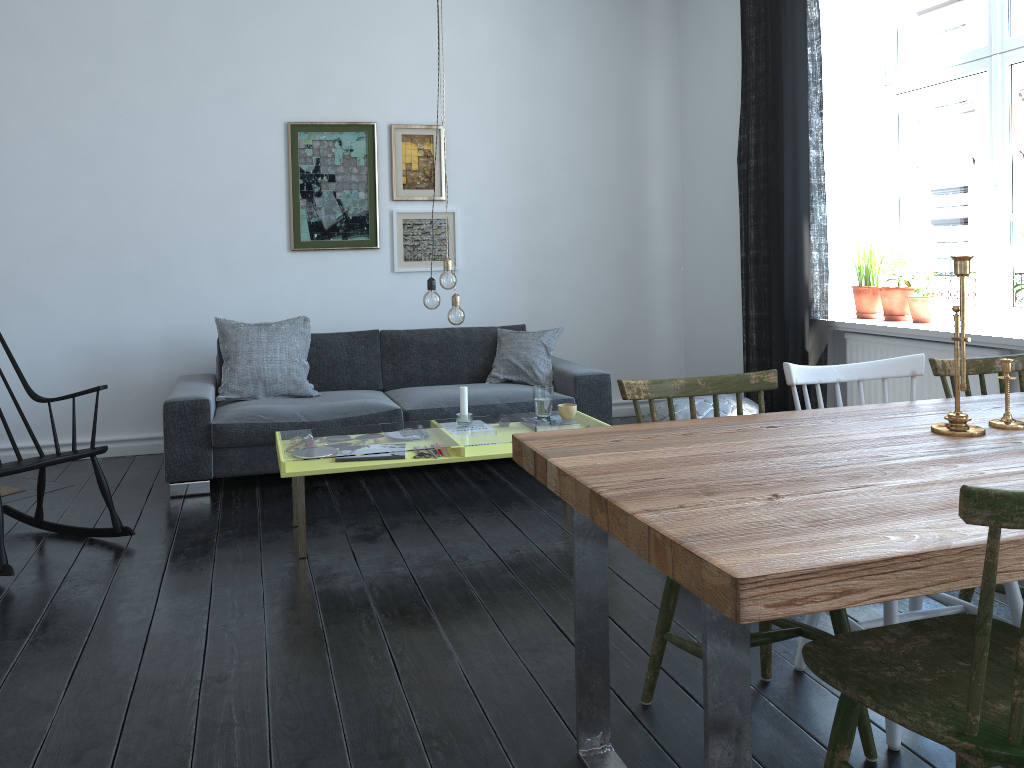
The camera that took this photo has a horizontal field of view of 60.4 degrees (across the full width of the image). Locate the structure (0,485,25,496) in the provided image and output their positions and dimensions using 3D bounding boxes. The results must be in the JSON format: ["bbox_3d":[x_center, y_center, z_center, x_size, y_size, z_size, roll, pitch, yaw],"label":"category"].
[{"bbox_3d":[-3.255,-0.875,4.483,1.269,2.880,0.781,0,2,28],"label":"structure"}]

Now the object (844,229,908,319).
[{"bbox_3d":[1.980,-0.610,4.816,0.334,0.497,0.301,-4,4,-33],"label":"object"}]

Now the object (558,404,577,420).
[{"bbox_3d":[0.252,0.129,4.003,0.087,0.066,0.087,0,6,11],"label":"object"}]

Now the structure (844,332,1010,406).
[{"bbox_3d":[1.957,0.105,4.198,0.073,0.624,1.072,-2,6,-17],"label":"structure"}]

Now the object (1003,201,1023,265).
[{"bbox_3d":[2.300,-0.505,3.802,0.328,0.563,0.395,1,4,37],"label":"object"}]

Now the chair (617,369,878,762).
[{"bbox_3d":[0.552,0.409,2.120,0.468,0.824,0.488,-2,3,-18],"label":"chair"}]

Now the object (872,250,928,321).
[{"bbox_3d":[2.035,-0.518,4.617,0.234,0.368,0.259,-2,4,-5],"label":"object"}]

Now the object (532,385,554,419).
[{"bbox_3d":[0.144,0.084,4.051,0.097,0.145,0.098,1,4,34],"label":"object"}]

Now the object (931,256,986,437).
[{"bbox_3d":[1.030,-0.091,2.038,0.114,0.409,0.114,0,2,35],"label":"object"}]

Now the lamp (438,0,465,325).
[{"bbox_3d":[-0.254,-0.995,3.732,0.074,1.492,0.089,-1,1,7],"label":"lamp"}]

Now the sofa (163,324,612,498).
[{"bbox_3d":[-0.710,0.064,5.106,2.375,0.720,1.092,-4,6,-17],"label":"sofa"}]

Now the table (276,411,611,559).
[{"bbox_3d":[-0.277,0.404,3.784,1.402,0.397,0.605,-4,6,-17],"label":"table"}]

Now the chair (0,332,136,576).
[{"bbox_3d":[-2.078,0.169,3.594,0.906,1.001,0.616,1,4,28],"label":"chair"}]

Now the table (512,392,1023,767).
[{"bbox_3d":[1.217,0.473,1.952,2.229,0.713,1.025,-3,6,-17],"label":"table"}]

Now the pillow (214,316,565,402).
[{"bbox_3d":[-0.683,-0.190,5.221,2.056,0.490,0.481,-3,5,-12],"label":"pillow"}]

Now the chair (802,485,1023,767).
[{"bbox_3d":[0.765,0.506,1.407,0.468,0.824,0.488,-2,3,-18],"label":"chair"}]

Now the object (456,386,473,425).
[{"bbox_3d":[-0.215,0.094,3.946,0.074,0.173,0.075,0,3,18],"label":"object"}]

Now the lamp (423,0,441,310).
[{"bbox_3d":[-0.348,-1.059,3.689,0.086,1.492,0.074,0,2,35],"label":"lamp"}]

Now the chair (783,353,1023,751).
[{"bbox_3d":[1.002,0.367,2.294,0.467,0.839,0.512,-2,3,-17],"label":"chair"}]

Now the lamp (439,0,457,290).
[{"bbox_3d":[-0.285,-1.143,3.695,0.074,1.492,0.074,0,2,30],"label":"lamp"}]

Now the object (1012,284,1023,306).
[{"bbox_3d":[2.239,-0.345,3.626,0.286,0.293,0.286,-2,5,-12],"label":"object"}]

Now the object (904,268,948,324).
[{"bbox_3d":[2.077,-0.444,4.418,0.195,0.276,0.177,2,4,40],"label":"object"}]

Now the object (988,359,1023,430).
[{"bbox_3d":[1.176,0.022,2.091,0.080,0.160,0.080,0,3,30],"label":"object"}]

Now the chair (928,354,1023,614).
[{"bbox_3d":[1.478,0.347,2.419,0.468,0.824,0.488,-2,3,-18],"label":"chair"}]

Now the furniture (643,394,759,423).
[{"bbox_3d":[1.042,0.252,4.743,0.680,0.380,0.684,-3,7,-16],"label":"furniture"}]

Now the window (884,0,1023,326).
[{"bbox_3d":[2.338,-1.281,4.251,0.107,1.978,1.577,-2,4,-17],"label":"window"}]

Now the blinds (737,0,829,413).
[{"bbox_3d":[1.484,-1.107,4.985,0.112,2.963,0.806,-2,2,-18],"label":"blinds"}]
